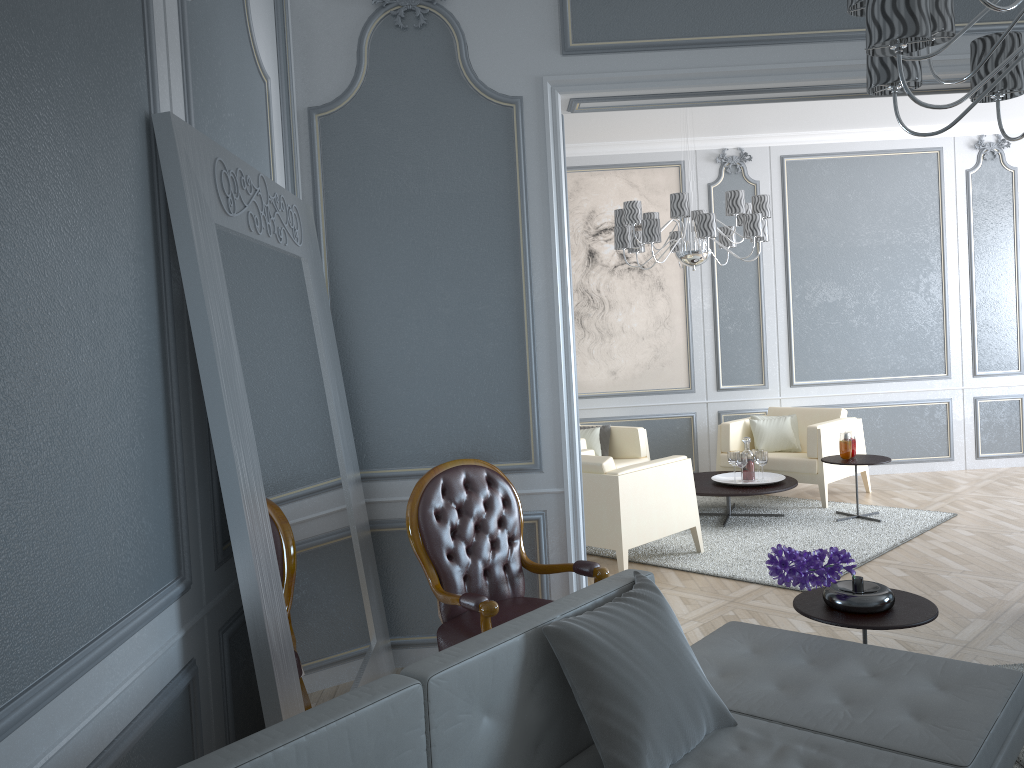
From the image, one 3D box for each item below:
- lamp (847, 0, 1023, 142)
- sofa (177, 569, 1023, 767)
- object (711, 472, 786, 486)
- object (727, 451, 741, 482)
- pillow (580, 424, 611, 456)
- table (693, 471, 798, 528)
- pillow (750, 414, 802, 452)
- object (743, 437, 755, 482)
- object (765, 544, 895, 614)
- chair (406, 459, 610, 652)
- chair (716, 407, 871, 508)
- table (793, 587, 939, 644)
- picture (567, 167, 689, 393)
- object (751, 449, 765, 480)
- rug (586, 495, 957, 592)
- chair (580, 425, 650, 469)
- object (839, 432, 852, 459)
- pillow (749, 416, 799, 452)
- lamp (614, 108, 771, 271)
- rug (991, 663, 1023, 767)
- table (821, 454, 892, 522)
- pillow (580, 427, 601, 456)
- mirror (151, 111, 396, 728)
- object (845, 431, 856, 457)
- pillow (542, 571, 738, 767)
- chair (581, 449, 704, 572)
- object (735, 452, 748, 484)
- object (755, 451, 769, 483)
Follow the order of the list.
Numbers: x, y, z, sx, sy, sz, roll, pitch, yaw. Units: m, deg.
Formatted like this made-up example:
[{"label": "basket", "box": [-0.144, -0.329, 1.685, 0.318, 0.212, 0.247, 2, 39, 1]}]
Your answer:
[{"label": "lamp", "box": [1.168, -1.072, 1.711, 0.976, 1.119, 0.977, -4, 3, -12]}, {"label": "sofa", "box": [0.282, 0.826, 1.622, 0.810, 0.667, 2.206, -1, 4, 40]}, {"label": "object", "box": [1.540, 0.624, 5.783, 0.468, 0.028, 0.468, -2, 3, 12]}, {"label": "object", "box": [1.458, 0.539, 5.814, 0.080, 0.196, 0.080, -4, 2, -17]}, {"label": "pillow", "box": [0.554, 0.445, 6.583, 0.351, 0.276, 0.184, -2, 3, 15]}, {"label": "table", "box": [1.427, 0.761, 5.843, 0.882, 0.239, 0.883, -3, 3, -3]}, {"label": "pillow", "box": [1.963, 0.368, 6.596, 0.351, 0.276, 0.184, -3, 2, 5]}, {"label": "object", "box": [1.538, 0.489, 5.788, 0.086, 0.290, 0.086, -2, 2, 21]}, {"label": "object", "box": [0.959, 0.573, 2.650, 0.425, 0.221, 0.206, -5, 3, -30]}, {"label": "chair", "box": [-0.014, 0.691, 3.058, 0.573, 0.828, 0.575, -5, 3, -40]}, {"label": "chair", "box": [2.028, 0.503, 6.459, 0.855, 0.620, 0.738, 0, 4, 45]}, {"label": "table", "box": [1.086, 0.865, 2.721, 0.414, 0.385, 0.414, -4, 3, -13]}, {"label": "picture", "box": [0.770, -0.814, 7.055, 1.199, 1.750, 0.001, -3, 2, 0]}, {"label": "object", "box": [1.619, 0.530, 5.825, 0.080, 0.196, 0.080, -4, 2, -17]}, {"label": "rug", "box": [1.377, 0.894, 5.550, 2.000, 0.010, 2.002, 0, 4, 45]}, {"label": "chair", "box": [0.487, 0.587, 6.449, 0.737, 0.620, 0.856, 0, 4, 45]}, {"label": "object", "box": [2.099, 0.390, 5.580, 0.075, 0.165, 0.075, -4, 2, -11]}, {"label": "pillow", "box": [1.922, 0.374, 6.518, 0.312, 0.245, 0.163, -3, 2, -6]}, {"label": "lamp", "box": [1.134, -1.284, 5.678, 0.976, 1.119, 0.977, -4, 3, -12]}, {"label": "rug", "box": [1.421, 1.108, 1.549, 2.018, 0.010, 3.206, -3, 3, 0]}, {"label": "table", "box": [2.170, 0.662, 5.578, 0.414, 0.385, 0.414, -6, 4, -43]}, {"label": "pillow", "box": [0.500, 0.451, 6.513, 0.312, 0.245, 0.163, -3, 2, 4]}, {"label": "mirror", "box": [-0.604, 0.268, 2.629, 0.251, 1.791, 1.401, -3, 2, 0]}, {"label": "object", "box": [2.152, 0.383, 5.648, 0.075, 0.165, 0.075, -5, 3, -41]}, {"label": "pillow", "box": [0.280, 0.638, 1.898, 0.253, 0.354, 0.422, -1, 3, 37]}, {"label": "chair", "box": [0.500, 0.666, 4.977, 0.855, 0.620, 0.738, 0, 4, 45]}, {"label": "object", "box": [1.482, 0.543, 5.719, 0.080, 0.196, 0.080, -3, 2, 3]}, {"label": "object", "box": [1.620, 0.534, 5.741, 0.080, 0.196, 0.080, -4, 2, -17]}]
